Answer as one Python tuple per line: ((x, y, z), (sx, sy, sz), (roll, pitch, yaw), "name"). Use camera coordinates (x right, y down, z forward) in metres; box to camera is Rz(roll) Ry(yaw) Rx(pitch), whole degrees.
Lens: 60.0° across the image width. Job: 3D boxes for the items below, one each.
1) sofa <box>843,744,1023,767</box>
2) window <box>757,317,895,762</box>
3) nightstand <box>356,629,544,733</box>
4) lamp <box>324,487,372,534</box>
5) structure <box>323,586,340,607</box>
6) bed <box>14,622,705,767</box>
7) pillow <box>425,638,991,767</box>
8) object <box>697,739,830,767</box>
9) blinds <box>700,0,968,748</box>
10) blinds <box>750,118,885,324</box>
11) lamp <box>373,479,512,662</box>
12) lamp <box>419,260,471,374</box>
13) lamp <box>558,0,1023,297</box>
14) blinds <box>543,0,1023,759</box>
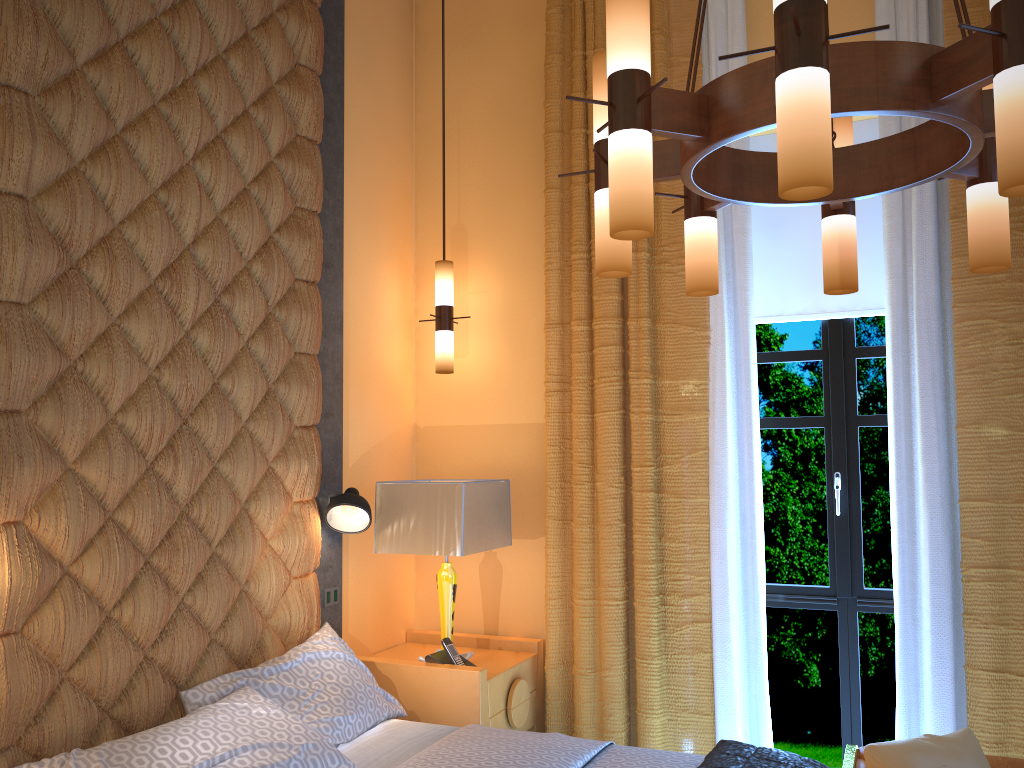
((1.075, 1.356, 2.007), (0.650, 0.639, 1.617), (-2, -5, 23), "sofa")
((1.441, 0.338, 3.870), (1.200, 2.996, 0.130), (-2, -4, 24), "window")
((-0.290, 1.514, 3.904), (0.720, 0.689, 0.681), (-2, -5, 24), "nightstand")
((-0.498, 0.538, 3.699), (0.568, 0.218, 0.231), (1, -5, -19), "lamp")
((-0.751, 0.881, 3.676), (0.016, 0.071, 0.103), (-2, -5, 23), "structure")
((-0.191, 1.271, 2.486), (2.107, 0.823, 1.891), (-3, -5, 23), "bed")
((0.674, 1.171, 2.779), (1.147, 0.406, 2.631), (2, -6, -25), "pillow")
((0.547, 1.131, 2.165), (0.405, 0.104, 1.463), (-3, -5, 23), "object")
((1.258, -0.226, 3.635), (2.051, 4.070, 0.237), (-2, -4, 21), "blinds")
((1.427, -0.723, 3.931), (1.200, 0.872, 0.013), (-3, -4, 24), "blinds")
((-0.288, 0.821, 3.846), (0.424, 0.801, 0.506), (-2, -5, 23), "lamp")
((-0.321, -0.316, 4.210), (0.199, 0.531, 0.199), (1, -4, -21), "lamp")
((0.671, -1.360, 1.986), (1.141, 2.165, 1.142), (3, -6, -44), "lamp")
((1.260, -0.257, 3.546), (2.451, 4.140, 0.134), (-2, -4, 24), "blinds")
